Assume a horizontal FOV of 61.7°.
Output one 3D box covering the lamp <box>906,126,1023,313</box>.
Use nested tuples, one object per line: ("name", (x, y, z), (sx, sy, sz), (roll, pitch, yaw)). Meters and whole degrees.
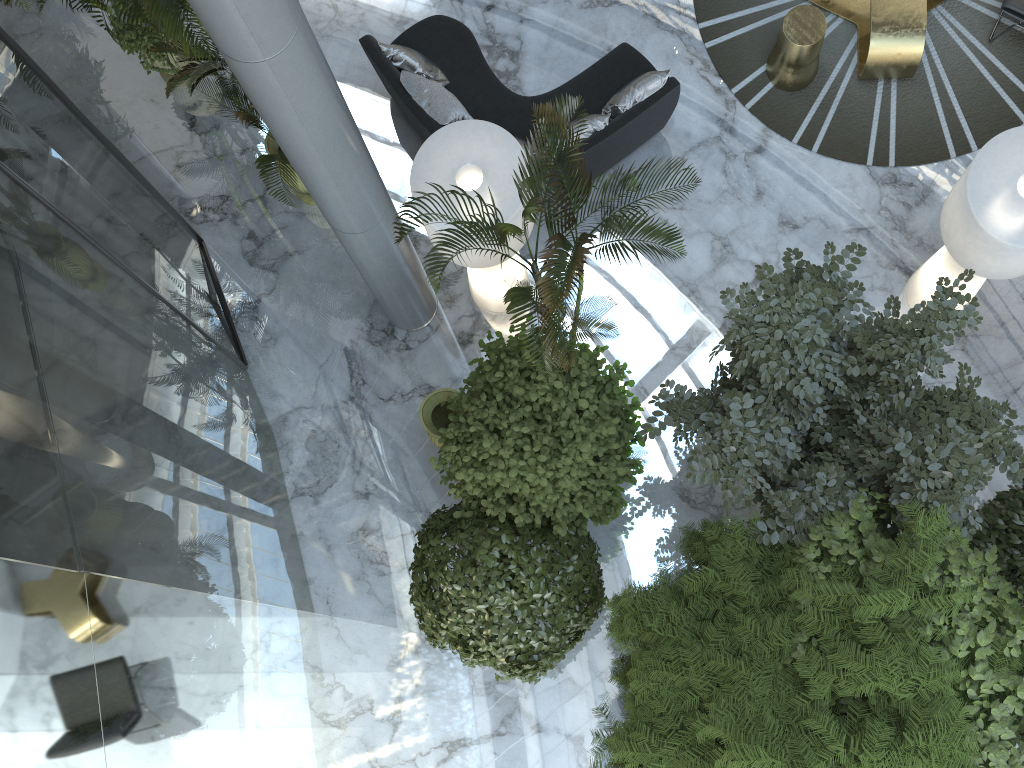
("lamp", (3.537, -1.039, 6.497), (0.839, 1.745, 0.803), (-13, 74, 2))

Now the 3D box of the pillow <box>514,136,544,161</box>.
("pillow", (-0.061, -1.940, 7.042), (0.620, 0.433, 0.280), (11, 78, 6))

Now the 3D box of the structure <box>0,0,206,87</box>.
("structure", (-3.291, -3.756, 5.563), (2.452, 4.862, 2.416), (40, 82, 14))

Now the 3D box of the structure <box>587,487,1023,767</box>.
("structure", (2.161, 2.182, 5.795), (3.781, 3.085, 3.073), (-18, 79, 2))

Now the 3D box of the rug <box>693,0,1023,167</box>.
("rug", (3.347, -3.621, 7.452), (3.487, 0.019, 3.529), (27, 90, 5))

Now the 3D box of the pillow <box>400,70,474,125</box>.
("pillow", (-0.630, -2.351, 7.101), (0.617, 0.471, 0.360), (41, 84, 9))

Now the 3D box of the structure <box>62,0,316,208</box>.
("structure", (-1.912, -2.440, 5.886), (1.977, 3.893, 1.635), (43, 83, 14))

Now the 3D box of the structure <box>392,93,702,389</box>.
("structure", (0.320, -0.528, 5.789), (1.401, 3.612, 1.176), (-44, 74, -7))

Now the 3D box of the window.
("window", (-3.630, 0.968, 3.692), (4.230, 8.276, 14.969), (-30, 82, -2))

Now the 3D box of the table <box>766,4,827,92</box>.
("table", (2.410, -2.839, 7.220), (0.441, 0.518, 0.429), (-43, 78, -4))

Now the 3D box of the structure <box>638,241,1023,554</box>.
("structure", (2.301, 0.403, 6.183), (2.225, 2.428, 2.274), (-43, 79, -4))

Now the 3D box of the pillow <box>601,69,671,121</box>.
("pillow", (1.032, -2.373, 7.004), (0.612, 0.419, 0.286), (-31, 76, 0))

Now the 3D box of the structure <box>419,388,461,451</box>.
("structure", (-0.508, 0.340, 7.233), (0.444, 0.664, 0.427), (-26, 75, -1))

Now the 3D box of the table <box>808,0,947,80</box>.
("table", (3.190, -3.235, 7.232), (1.361, 0.411, 1.169), (-1, 86, 4))

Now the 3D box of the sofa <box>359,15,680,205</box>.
("sofa", (0.087, -2.544, 7.281), (1.929, 0.728, 1.954), (-36, 84, 1))

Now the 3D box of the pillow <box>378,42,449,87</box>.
("pillow", (-0.821, -2.659, 7.149), (0.555, 0.385, 0.272), (33, 82, 8))

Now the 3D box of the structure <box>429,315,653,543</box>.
("structure", (0.244, 0.457, 6.424), (1.550, 2.219, 1.538), (11, 78, 8))

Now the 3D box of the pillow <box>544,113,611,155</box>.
("pillow", (0.526, -2.039, 7.024), (0.612, 0.419, 0.286), (-27, 76, 1))

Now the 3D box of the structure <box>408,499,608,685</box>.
("structure", (-0.042, 1.540, 6.656), (1.558, 1.679, 1.423), (27, 82, 10))

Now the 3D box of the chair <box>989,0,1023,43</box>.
("chair", (4.467, -3.233, 7.011), (0.716, 0.698, 0.715), (23, 83, 9))

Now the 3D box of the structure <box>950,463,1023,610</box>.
("structure", (4.094, 1.196, 6.251), (2.008, 1.975, 1.593), (1, 78, 5))

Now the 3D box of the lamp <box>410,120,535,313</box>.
("lamp", (-0.201, -1.155, 6.752), (0.824, 1.744, 0.818), (19, 78, 11))
